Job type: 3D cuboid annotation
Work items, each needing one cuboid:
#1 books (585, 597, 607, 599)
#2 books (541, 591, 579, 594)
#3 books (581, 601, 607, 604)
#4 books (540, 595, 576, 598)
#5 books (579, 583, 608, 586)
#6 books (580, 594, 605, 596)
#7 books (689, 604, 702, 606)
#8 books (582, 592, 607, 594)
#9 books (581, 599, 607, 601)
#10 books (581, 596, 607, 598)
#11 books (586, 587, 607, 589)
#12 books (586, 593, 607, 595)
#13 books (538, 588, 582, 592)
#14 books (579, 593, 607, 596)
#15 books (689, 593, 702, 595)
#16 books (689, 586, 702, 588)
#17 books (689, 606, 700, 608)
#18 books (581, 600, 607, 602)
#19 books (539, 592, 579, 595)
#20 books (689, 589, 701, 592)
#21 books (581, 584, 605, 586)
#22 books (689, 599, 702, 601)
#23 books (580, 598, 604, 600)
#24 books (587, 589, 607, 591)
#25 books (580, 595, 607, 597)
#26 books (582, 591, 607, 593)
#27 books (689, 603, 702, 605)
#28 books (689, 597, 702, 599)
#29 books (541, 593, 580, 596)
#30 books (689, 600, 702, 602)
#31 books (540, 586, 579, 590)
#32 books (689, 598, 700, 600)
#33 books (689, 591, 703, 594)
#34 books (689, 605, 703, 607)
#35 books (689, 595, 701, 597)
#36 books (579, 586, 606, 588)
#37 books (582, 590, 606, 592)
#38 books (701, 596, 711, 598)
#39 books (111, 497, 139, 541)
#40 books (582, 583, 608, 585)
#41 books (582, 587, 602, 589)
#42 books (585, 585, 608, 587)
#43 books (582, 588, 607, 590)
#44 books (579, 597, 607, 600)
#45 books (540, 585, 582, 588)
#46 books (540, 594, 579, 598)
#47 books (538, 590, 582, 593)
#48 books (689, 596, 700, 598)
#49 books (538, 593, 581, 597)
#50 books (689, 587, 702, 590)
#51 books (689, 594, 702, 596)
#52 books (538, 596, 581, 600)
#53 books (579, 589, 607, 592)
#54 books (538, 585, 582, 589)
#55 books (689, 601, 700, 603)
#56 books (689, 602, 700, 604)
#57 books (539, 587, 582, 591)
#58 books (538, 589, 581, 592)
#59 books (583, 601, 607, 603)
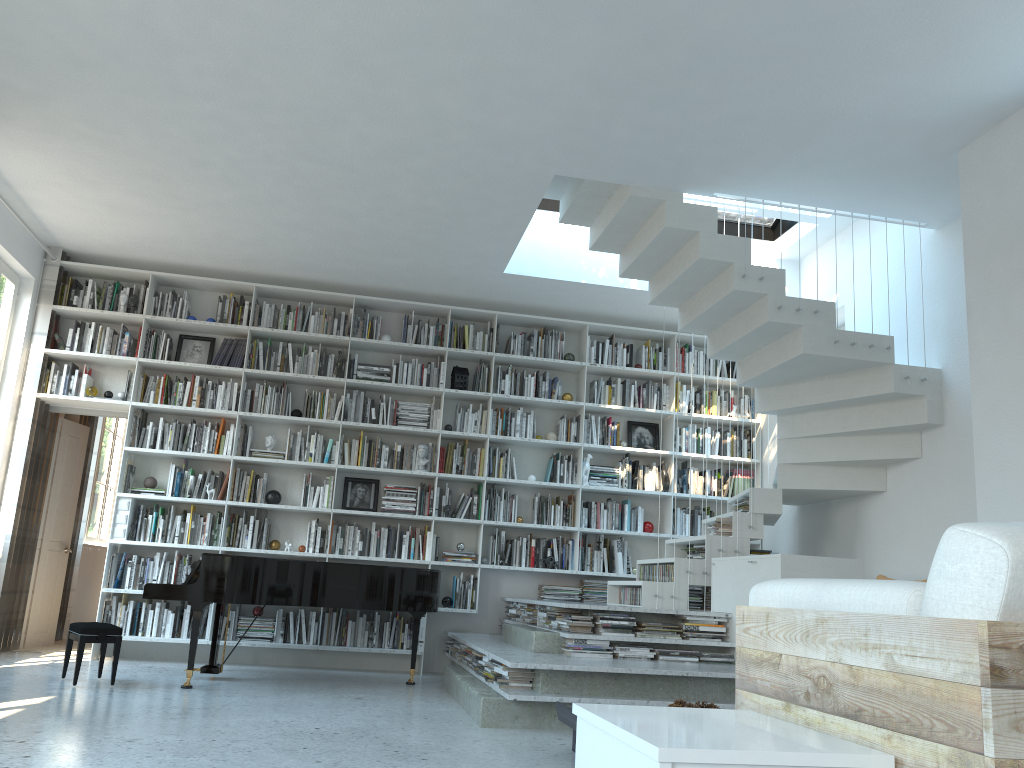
[{"bbox_3d":[0.740,1.869,7.750,0.285,0.007,0.160,5,-13,-5],"label":"books"},{"bbox_3d":[0.414,1.810,7.700,0.308,0.008,0.195,5,-13,-5],"label":"books"},{"bbox_3d":[0.734,1.910,7.746,0.254,0.007,0.161,5,-13,-7],"label":"books"},{"bbox_3d":[0.407,1.847,7.693,0.308,0.008,0.195,5,-13,-6],"label":"books"},{"bbox_3d":[0.745,1.762,7.779,0.285,0.005,0.160,7,-13,-13],"label":"books"},{"bbox_3d":[0.740,1.849,7.757,0.254,0.007,0.161,7,-14,-14],"label":"books"},{"bbox_3d":[1.483,1.959,7.886,0.359,0.009,0.201,6,-13,-9],"label":"books"},{"bbox_3d":[0.742,1.829,7.759,0.285,0.007,0.160,7,-14,-15],"label":"books"},{"bbox_3d":[0.734,1.891,7.756,0.254,0.007,0.161,6,-13,-10],"label":"books"},{"bbox_3d":[0.740,1.863,7.754,0.254,0.007,0.161,7,-14,-14],"label":"books"},{"bbox_3d":[0.740,1.788,7.777,0.285,0.005,0.160,6,-13,-9],"label":"books"},{"bbox_3d":[0.739,1.837,7.766,0.254,0.007,0.161,6,-13,-9],"label":"books"},{"bbox_3d":[0.416,1.788,7.704,0.346,0.007,0.194,7,-14,-15],"label":"books"},{"bbox_3d":[0.740,1.843,7.758,0.285,0.007,0.160,7,-14,-14],"label":"books"},{"bbox_3d":[1.490,1.864,7.905,0.354,0.008,0.198,6,-13,-12],"label":"books"},{"bbox_3d":[1.495,1.803,7.925,0.354,0.017,0.198,6,-13,-10],"label":"books"},{"bbox_3d":[1.484,1.974,7.871,0.320,0.009,0.203,5,-13,-5],"label":"books"},{"bbox_3d":[0.735,1.896,7.747,0.254,0.007,0.161,5,-13,-6],"label":"books"},{"bbox_3d":[0.409,1.820,7.710,0.308,0.008,0.195,6,-13,-10],"label":"books"},{"bbox_3d":[1.495,1.834,7.906,0.315,0.018,0.200,7,-14,-14],"label":"books"},{"bbox_3d":[0.745,1.766,7.776,0.254,0.005,0.161,5,-13,-6],"label":"books"},{"bbox_3d":[1.488,1.914,7.891,0.354,0.008,0.198,7,-13,-13],"label":"books"},{"bbox_3d":[0.735,1.884,7.756,0.254,0.007,0.161,6,-13,-9],"label":"books"},{"bbox_3d":[0.738,1.805,7.775,0.254,0.005,0.161,6,-13,-10],"label":"books"},{"bbox_3d":[0.739,1.857,7.760,0.285,0.007,0.160,5,-13,-8],"label":"books"},{"bbox_3d":[0.740,1.824,7.769,0.254,0.007,0.161,6,-13,-9],"label":"books"},{"bbox_3d":[1.484,1.949,7.882,0.359,0.009,0.201,5,-13,-7],"label":"books"},{"bbox_3d":[1.489,1.897,7.894,0.354,0.008,0.198,5,-13,-7],"label":"books"},{"bbox_3d":[0.411,1.824,7.696,0.308,0.008,0.195,7,-14,-15],"label":"books"},{"bbox_3d":[1.485,1.923,7.894,0.359,0.009,0.201,6,-13,-11],"label":"books"},{"bbox_3d":[0.415,1.775,7.715,0.308,0.008,0.195,5,-13,-8],"label":"books"},{"bbox_3d":[1.489,1.905,7.890,0.315,0.009,0.200,5,-13,-6],"label":"books"},{"bbox_3d":[1.495,1.850,7.899,0.354,0.017,0.198,5,-13,-5],"label":"books"},{"bbox_3d":[1.484,1.965,7.872,0.359,0.009,0.201,7,-14,-15],"label":"books"},{"bbox_3d":[1.490,1.880,7.898,0.315,0.009,0.200,7,-13,-13],"label":"books"},{"bbox_3d":[0.740,1.783,7.778,0.285,0.005,0.160,6,-13,-11],"label":"books"},{"bbox_3d":[0.741,1.817,7.771,0.285,0.007,0.160,6,-13,-9],"label":"books"},{"bbox_3d":[1.882,1.923,7.964,0.327,0.008,0.208,4,-13,-4],"label":"books"},{"bbox_3d":[-3.106,1.091,7.130,0.106,0.339,0.307,6,-13,-10],"label":"books"},{"bbox_3d":[0.746,1.755,7.776,0.254,0.005,0.161,7,-14,-15],"label":"books"},{"bbox_3d":[0.739,1.794,7.776,0.254,0.005,0.161,6,-13,-11],"label":"books"},{"bbox_3d":[0.742,1.771,7.774,0.285,0.005,0.160,7,-14,-14],"label":"books"},{"bbox_3d":[0.739,1.798,7.772,0.285,0.005,0.160,6,-13,-12],"label":"books"},{"bbox_3d":[0.737,1.876,7.751,0.285,0.007,0.160,7,-14,-14],"label":"books"},{"bbox_3d":[0.416,1.761,7.718,0.346,0.007,0.194,5,-13,-8],"label":"books"},{"bbox_3d":[0.407,1.840,7.700,0.308,0.008,0.195,5,-13,-8],"label":"books"},{"bbox_3d":[0.414,1.804,7.706,0.346,0.007,0.194,7,-13,-13],"label":"books"},{"bbox_3d":[1.490,1.887,7.891,0.315,0.009,0.200,5,-13,-5],"label":"books"},{"bbox_3d":[0.409,1.833,7.702,0.346,0.007,0.194,6,-13,-12],"label":"books"},{"bbox_3d":[1.495,1.818,7.915,0.354,0.017,0.198,5,-13,-8],"label":"books"},{"bbox_3d":[1.491,1.872,7.900,0.354,0.008,0.198,7,-13,-13],"label":"books"},{"bbox_3d":[0.408,1.853,7.688,0.345,0.007,0.194,5,-13,-5],"label":"books"},{"bbox_3d":[0.741,1.811,7.775,0.285,0.007,0.160,6,-13,-10],"label":"books"},{"bbox_3d":[0.416,1.768,7.717,0.346,0.007,0.194,6,-13,-12],"label":"books"},{"bbox_3d":[1.485,1.931,7.889,0.320,0.009,0.203,6,-13,-12],"label":"books"},{"bbox_3d":[1.484,1.941,7.890,0.320,0.009,0.203,6,-13,-11],"label":"books"},{"bbox_3d":[0.415,1.783,7.714,0.346,0.007,0.194,5,-13,-8],"label":"books"},{"bbox_3d":[0.414,1.797,7.710,0.346,0.007,0.194,5,-13,-8],"label":"books"},{"bbox_3d":[0.733,1.905,7.754,0.285,0.007,0.160,6,-13,-10],"label":"books"}]
